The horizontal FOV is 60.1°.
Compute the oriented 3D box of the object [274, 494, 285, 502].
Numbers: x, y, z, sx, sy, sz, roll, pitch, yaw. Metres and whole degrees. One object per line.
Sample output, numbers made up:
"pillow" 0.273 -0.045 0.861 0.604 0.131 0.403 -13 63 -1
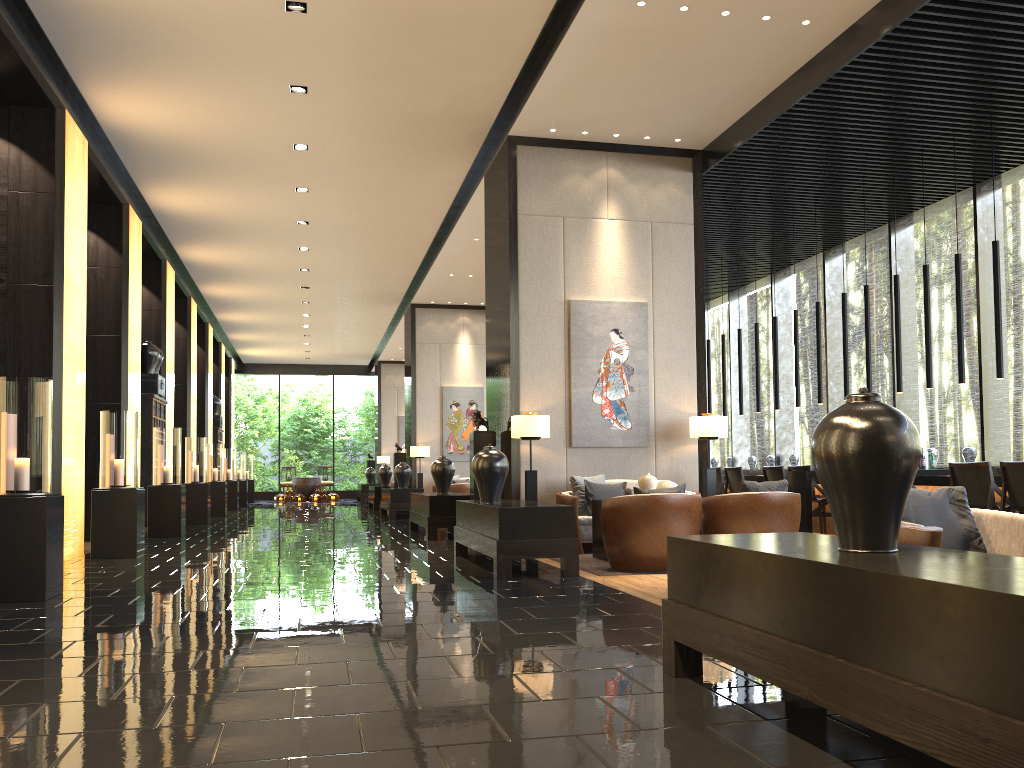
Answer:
"object" -6.960 3.419 26.641 0.369 0.228 0.371 -1 -5 5

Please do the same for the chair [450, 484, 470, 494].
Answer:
"chair" -0.844 2.049 15.549 0.804 0.602 0.608 0 -4 -13

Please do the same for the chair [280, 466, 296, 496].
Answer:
"chair" -6.983 3.102 27.669 0.520 1.073 0.538 0 -3 -13

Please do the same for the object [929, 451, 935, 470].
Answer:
"object" 4.508 0.819 9.496 0.056 0.196 0.056 0 -3 -11

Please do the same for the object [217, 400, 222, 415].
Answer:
"object" -7.246 0.541 21.612 0.311 0.491 0.312 1 -4 -31

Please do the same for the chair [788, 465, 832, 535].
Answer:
"chair" 3.385 1.317 9.861 0.563 0.825 0.527 0 -3 -13

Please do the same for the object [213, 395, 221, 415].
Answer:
"object" -7.173 0.507 21.288 0.312 0.491 0.312 2 -4 -39

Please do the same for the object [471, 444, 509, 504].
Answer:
"object" -0.180 0.741 7.325 0.311 0.491 0.312 -1 -3 6

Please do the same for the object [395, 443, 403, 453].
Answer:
"object" -2.321 1.303 18.120 0.161 0.217 0.102 1 -3 -25

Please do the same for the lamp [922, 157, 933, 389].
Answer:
"lamp" 4.213 -1.156 9.008 0.060 2.414 0.060 0 -3 -18

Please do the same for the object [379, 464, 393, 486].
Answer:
"object" -2.842 2.045 19.914 0.311 0.491 0.312 -1 -3 6

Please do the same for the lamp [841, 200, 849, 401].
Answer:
"lamp" 3.899 -1.013 10.391 0.060 2.414 0.060 0 -3 -18

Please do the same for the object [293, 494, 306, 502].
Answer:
"object" -6.290 3.367 26.198 0.370 0.228 0.371 -1 -5 10

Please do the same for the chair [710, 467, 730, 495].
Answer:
"chair" 2.907 1.536 11.969 0.563 0.825 0.527 0 -3 -13

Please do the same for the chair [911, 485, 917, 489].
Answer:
"chair" 3.737 1.157 8.314 0.563 0.825 0.527 0 -3 -13

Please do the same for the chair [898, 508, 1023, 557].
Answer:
"chair" 1.785 0.808 3.584 0.804 0.602 0.608 0 -4 -13

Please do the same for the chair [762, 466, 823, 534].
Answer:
"chair" 3.258 1.375 10.421 0.563 0.825 0.527 0 -3 -13

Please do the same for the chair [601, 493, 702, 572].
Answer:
"chair" 1.119 1.151 6.904 0.804 0.602 0.608 0 -4 -13

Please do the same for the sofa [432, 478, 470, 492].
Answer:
"sofa" -0.839 2.182 17.311 1.449 0.691 0.605 1 -4 -13

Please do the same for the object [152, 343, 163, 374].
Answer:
"object" -5.296 -0.351 13.019 0.311 0.491 0.312 1 -4 -31

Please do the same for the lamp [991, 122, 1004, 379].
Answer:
"lamp" 4.421 -1.251 8.091 0.060 2.414 0.060 0 -3 -18

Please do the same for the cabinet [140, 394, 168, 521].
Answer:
"cabinet" -5.337 1.147 12.736 0.547 1.917 1.191 0 -3 -13

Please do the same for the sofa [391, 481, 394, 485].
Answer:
"sofa" -2.836 3.094 26.106 1.449 0.691 0.605 1 -4 -13

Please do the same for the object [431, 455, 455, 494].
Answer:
"object" -0.880 1.148 11.267 0.311 0.491 0.312 1 -4 -31

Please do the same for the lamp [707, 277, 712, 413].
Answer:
"lamp" 3.094 -0.644 13.938 0.060 2.414 0.060 0 -3 -18

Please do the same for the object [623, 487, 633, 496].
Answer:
"object" 1.037 0.977 7.894 0.091 0.111 0.092 -4 -5 39

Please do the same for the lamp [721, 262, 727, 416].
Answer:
"lamp" 3.208 -0.696 13.437 0.060 2.414 0.060 0 -3 -18

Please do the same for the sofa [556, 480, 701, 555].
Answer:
"sofa" 1.123 1.285 8.666 1.449 0.691 0.605 1 -4 -13

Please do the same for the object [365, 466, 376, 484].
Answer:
"object" -3.988 2.569 24.962 0.311 0.491 0.312 -1 -3 6

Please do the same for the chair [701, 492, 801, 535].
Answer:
"chair" 1.953 1.162 7.093 0.804 0.602 0.608 0 -4 -13

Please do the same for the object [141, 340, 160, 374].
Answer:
"object" -5.222 -0.384 12.696 0.312 0.491 0.312 -4 -5 43

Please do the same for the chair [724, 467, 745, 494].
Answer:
"chair" 3.034 1.478 11.408 0.563 0.825 0.527 0 -3 -13

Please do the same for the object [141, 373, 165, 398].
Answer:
"object" -5.245 0.036 12.835 0.365 0.314 0.608 0 -5 -13

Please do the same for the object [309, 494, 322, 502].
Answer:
"object" -5.841 3.374 26.304 0.369 0.228 0.371 0 -5 -10

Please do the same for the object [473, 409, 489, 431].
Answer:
"object" -0.333 0.383 9.383 0.176 0.245 0.116 0 -3 -13

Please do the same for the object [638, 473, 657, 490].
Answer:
"object" 1.203 0.908 7.842 0.171 0.235 0.171 -2 -4 22

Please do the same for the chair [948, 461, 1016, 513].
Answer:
"chair" 3.961 1.054 7.327 0.563 0.825 0.527 0 -3 -13

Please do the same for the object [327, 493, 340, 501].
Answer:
"object" -5.452 3.436 26.964 0.370 0.228 0.370 4 -6 -40

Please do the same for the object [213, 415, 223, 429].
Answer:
"object" -7.195 0.928 21.427 0.365 0.314 0.608 0 -5 -13

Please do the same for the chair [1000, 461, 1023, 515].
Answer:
"chair" 4.088 0.996 6.766 0.563 0.825 0.527 0 -3 -13

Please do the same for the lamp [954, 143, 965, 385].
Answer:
"lamp" 4.314 -1.202 8.563 0.060 2.414 0.060 0 -3 -18

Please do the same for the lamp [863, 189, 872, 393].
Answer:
"lamp" 3.995 -1.056 9.971 0.060 2.414 0.060 0 -3 -18

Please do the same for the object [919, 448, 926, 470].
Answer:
"object" 4.407 0.801 9.514 0.067 0.237 0.067 0 -3 -19

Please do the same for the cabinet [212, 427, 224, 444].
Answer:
"cabinet" -7.287 2.039 21.328 0.547 1.917 1.191 0 -3 -13

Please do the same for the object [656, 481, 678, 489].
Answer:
"object" 1.383 0.954 7.939 0.245 0.167 0.246 0 -5 -10

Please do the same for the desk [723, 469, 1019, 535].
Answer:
"desk" 2.770 1.799 14.252 1.780 0.757 28.839 1 -6 -13

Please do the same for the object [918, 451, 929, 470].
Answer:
"object" 4.441 0.822 9.636 0.169 0.219 0.169 1 -4 -17

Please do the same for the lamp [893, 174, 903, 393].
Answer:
"lamp" 4.110 -1.109 9.462 0.060 2.414 0.060 0 -3 -18

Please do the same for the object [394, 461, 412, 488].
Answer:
"object" -1.990 1.656 16.160 0.311 0.491 0.312 -1 -3 6

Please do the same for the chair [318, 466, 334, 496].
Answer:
"chair" -5.883 3.116 27.919 0.520 1.073 0.538 0 -3 -13

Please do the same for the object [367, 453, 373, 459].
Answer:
"object" -4.301 2.197 26.860 0.176 0.245 0.116 0 -3 -8

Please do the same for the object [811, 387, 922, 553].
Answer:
"object" 1.070 0.257 2.679 0.311 0.491 0.312 1 -4 -24
